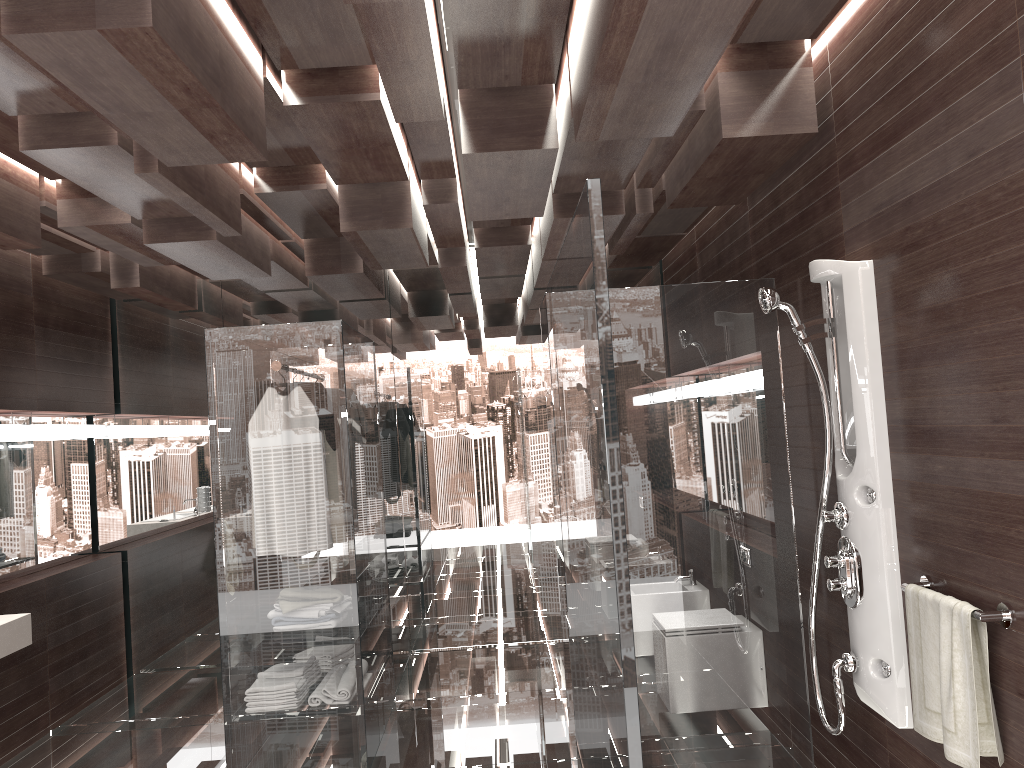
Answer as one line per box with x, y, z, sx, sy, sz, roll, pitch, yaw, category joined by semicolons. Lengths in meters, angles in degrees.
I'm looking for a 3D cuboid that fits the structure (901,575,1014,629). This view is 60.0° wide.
1.157;0.572;2.342;0.071;0.061;0.455;-4;-3;-1;structure

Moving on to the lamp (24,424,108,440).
-2.714;0.291;5.406;0.082;0.082;0.950;-4;-3;-1;lamp

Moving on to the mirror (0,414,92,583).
-0.710;0.410;3.391;4.126;0.916;5.081;-4;-3;-1;mirror

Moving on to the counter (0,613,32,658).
-2.283;1.016;2.819;0.488;0.131;1.954;-4;-3;-1;counter

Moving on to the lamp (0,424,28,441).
-2.696;0.243;4.398;0.082;0.082;0.950;-4;-3;-1;lamp

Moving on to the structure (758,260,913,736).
1.056;0.377;2.923;0.354;1.560;0.323;-5;-3;19;structure

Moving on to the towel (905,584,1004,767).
1.138;0.761;2.330;0.097;0.414;0.352;-3;-3;-8;towel
